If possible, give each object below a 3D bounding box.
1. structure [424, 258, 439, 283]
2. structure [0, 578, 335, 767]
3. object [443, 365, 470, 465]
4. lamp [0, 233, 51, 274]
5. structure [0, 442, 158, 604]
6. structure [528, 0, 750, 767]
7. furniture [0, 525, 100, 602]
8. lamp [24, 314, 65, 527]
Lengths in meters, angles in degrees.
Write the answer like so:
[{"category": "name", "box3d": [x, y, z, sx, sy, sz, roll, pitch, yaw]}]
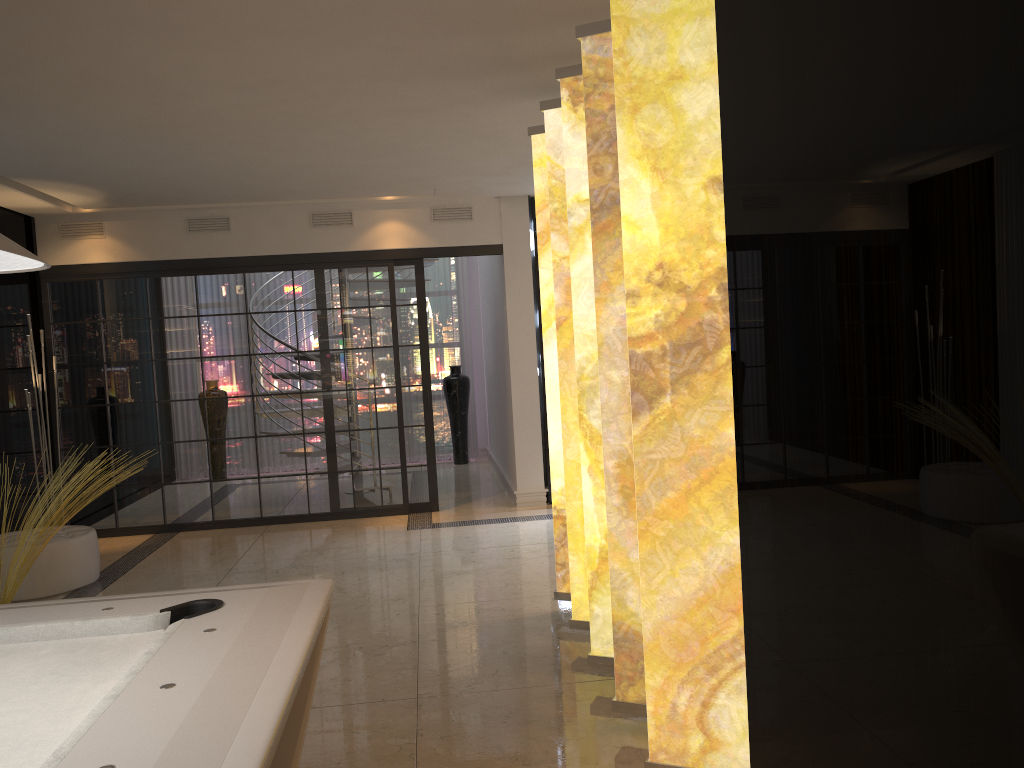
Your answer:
[{"category": "structure", "box3d": [-2.417, -0.932, 8.732, 3.425, 4.134, 1.964, -4, 3, -6]}, {"category": "structure", "box3d": [-1.160, 1.018, 1.065, 1.659, 0.812, 2.912, -4, 3, -6]}, {"category": "object", "box3d": [-0.635, 0.365, 10.503, 0.327, 1.173, 0.327, -5, 3, -34]}, {"category": "lamp", "box3d": [-1.275, -0.669, 0.981, 0.939, 0.995, 1.578, -4, 3, -5]}, {"category": "structure", "box3d": [-2.674, 0.769, 4.786, 1.275, 1.142, 1.282, -1, 4, 41]}, {"category": "structure", "box3d": [0.469, -0.060, 3.496, 0.448, 2.555, 2.180, -4, 3, -6]}, {"category": "furniture", "box3d": [-3.062, 1.140, 5.714, 0.735, 0.357, 0.735, -5, 3, -34]}, {"category": "lamp", "box3d": [-3.426, 0.403, 6.466, 0.200, 1.801, 0.418, -4, 3, -6]}]
